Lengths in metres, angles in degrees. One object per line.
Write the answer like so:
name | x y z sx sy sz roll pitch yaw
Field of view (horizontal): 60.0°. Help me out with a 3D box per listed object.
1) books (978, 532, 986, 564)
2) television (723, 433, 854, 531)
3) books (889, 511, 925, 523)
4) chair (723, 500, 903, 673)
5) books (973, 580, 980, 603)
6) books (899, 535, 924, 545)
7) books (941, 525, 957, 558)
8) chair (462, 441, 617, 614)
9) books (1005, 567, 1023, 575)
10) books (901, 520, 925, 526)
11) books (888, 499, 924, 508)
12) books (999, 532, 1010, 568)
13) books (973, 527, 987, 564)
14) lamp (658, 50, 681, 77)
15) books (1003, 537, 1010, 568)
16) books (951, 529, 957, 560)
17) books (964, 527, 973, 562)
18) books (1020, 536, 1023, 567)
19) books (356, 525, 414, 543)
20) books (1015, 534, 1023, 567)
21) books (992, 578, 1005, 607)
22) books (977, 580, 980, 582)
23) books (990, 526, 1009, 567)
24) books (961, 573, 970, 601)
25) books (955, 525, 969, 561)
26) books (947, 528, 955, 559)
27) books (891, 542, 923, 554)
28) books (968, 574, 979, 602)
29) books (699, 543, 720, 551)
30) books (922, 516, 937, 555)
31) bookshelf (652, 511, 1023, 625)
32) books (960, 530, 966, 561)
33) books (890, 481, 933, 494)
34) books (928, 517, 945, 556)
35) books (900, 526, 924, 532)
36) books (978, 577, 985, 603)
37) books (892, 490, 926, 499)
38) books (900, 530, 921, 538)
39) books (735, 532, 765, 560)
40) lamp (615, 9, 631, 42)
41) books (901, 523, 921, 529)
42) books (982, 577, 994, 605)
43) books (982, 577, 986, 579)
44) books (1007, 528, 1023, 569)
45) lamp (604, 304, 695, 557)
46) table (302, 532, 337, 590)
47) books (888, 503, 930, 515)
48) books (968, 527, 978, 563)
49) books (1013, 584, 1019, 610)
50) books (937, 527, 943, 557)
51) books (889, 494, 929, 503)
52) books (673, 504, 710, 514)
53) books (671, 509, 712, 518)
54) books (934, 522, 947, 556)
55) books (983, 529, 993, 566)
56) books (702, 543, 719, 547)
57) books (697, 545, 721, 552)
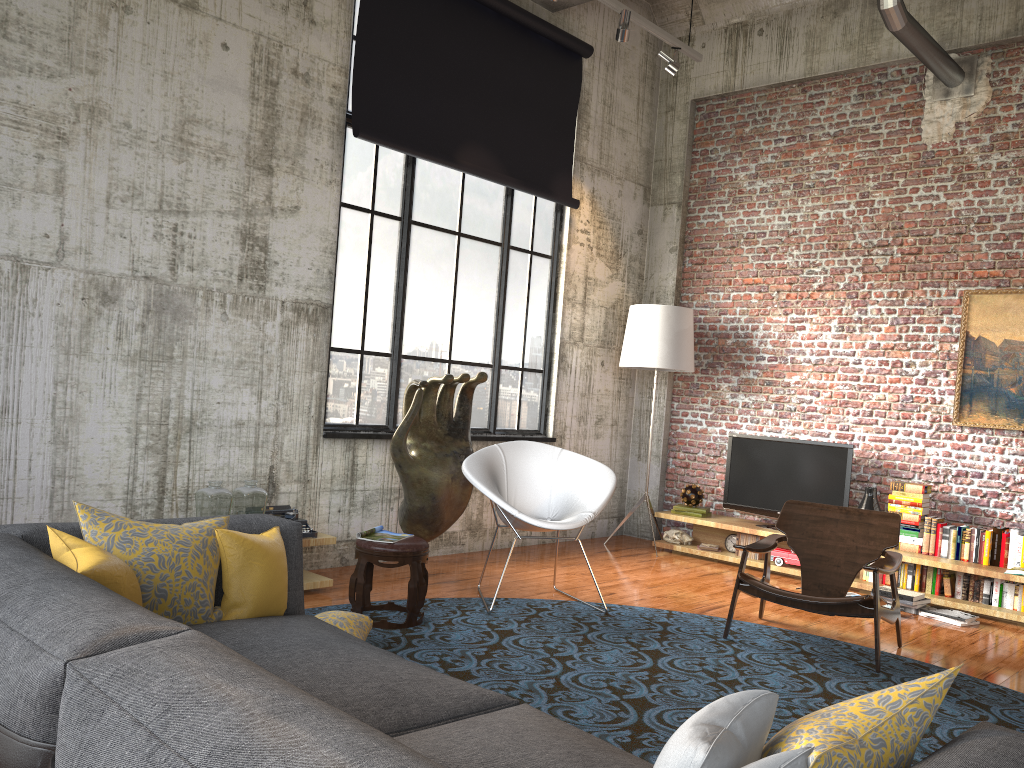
books | 3.550 1.227 6.644 0.037 0.231 0.168 6 1 43
television | 2.373 0.867 7.682 1.088 0.793 0.286 4 1 29
books | 3.141 1.047 7.027 0.246 0.057 0.171 4 -1 43
chair | 1.844 1.158 5.310 0.874 0.794 1.044 5 0 33
books | 3.447 1.531 6.552 0.036 0.156 0.108 6 1 43
books | 3.132 1.224 7.030 0.290 0.053 0.176 4 -1 43
books | 3.349 1.208 6.799 0.045 0.240 0.175 6 1 43
chair | 0.167 0.912 5.796 1.058 1.031 0.806 4 1 -8
books | 3.656 1.331 6.227 0.316 0.040 0.214 4 -1 43
books | 3.134 1.088 7.024 0.223 0.026 0.161 4 -1 43
books | 3.146 0.941 7.025 0.253 0.034 0.183 4 -1 43
books | 3.657 1.228 6.567 0.026 0.251 0.160 6 1 42
books | 3.517 1.210 6.660 0.034 0.259 0.180 6 1 43
lamp | 1.311 -2.642 7.298 0.226 0.215 0.102 4 1 -6
books | 3.673 1.243 6.548 0.026 0.223 0.161 6 1 42
books | 3.391 1.219 6.753 0.026 0.223 0.161 6 1 43
books | 3.466 1.213 6.700 0.032 0.246 0.171 6 1 43
books | 3.762 1.234 6.472 0.034 0.253 0.183 6 1 42
books | -0.724 0.863 5.087 0.228 0.043 0.300 4 -1 17
books | 3.740 1.233 6.498 0.034 0.253 0.183 6 1 42
books | 3.553 1.507 6.472 0.040 0.219 0.133 6 1 43
books | 3.448 1.531 6.552 0.032 0.151 0.105 6 1 43
books | 3.635 1.210 6.608 0.065 0.284 0.198 6 1 42
books | 3.401 1.513 6.608 0.043 0.187 0.143 6 1 43
books | 3.424 1.207 6.743 0.034 0.254 0.183 6 1 43
books | 3.378 1.218 6.778 0.027 0.223 0.161 6 1 43
books | 3.133 1.283 7.040 0.284 0.066 0.198 4 -1 43
books | 3.422 1.495 6.571 0.033 0.225 0.105 6 2 43
books | 1.780 1.469 7.994 0.166 0.021 0.210 4 -1 18
books | 3.252 1.176 6.892 0.044 0.291 0.176 6 1 43
bookshelf | 2.905 1.479 7.127 3.839 0.359 0.549 4 0 43
books | 3.444 1.223 6.722 0.027 0.223 0.161 6 1 43
books | 3.168 0.822 7.029 0.259 0.066 0.198 4 -1 43
books | 3.294 1.182 6.875 0.040 0.285 0.198 6 1 43
books | 3.132 1.140 7.027 0.250 0.026 0.160 4 -1 43
books | 3.481 1.521 6.538 0.028 0.182 0.120 6 1 43
books | 3.162 0.873 7.023 0.231 0.037 0.168 4 -1 43
books | 3.131 1.175 7.038 0.240 0.045 0.175 4 -1 43
books | 2.098 1.413 7.758 0.232 0.218 0.174 5 1 43
lamp | 0.843 -2.689 6.713 0.102 0.251 0.165 4 1 -2
books | 3.134 1.114 7.027 0.223 0.027 0.161 4 -1 43
books | 3.505 1.521 6.513 0.043 0.186 0.129 6 1 43
books | 3.481 1.521 6.539 0.026 0.176 0.119 6 1 43
books | 3.711 1.212 6.527 0.053 0.291 0.176 6 1 42
lamp | 1.298 0.418 8.215 0.694 2.244 0.706 4 1 -25
table | -1.599 1.115 5.480 0.474 0.359 0.876 5 0 43
books | 3.147 0.989 7.026 0.259 0.060 0.180 4 -1 43
books | 3.491 1.213 6.680 0.032 0.251 0.160 6 1 43
books | 3.647 1.536 6.383 0.028 0.174 0.127 6 1 43
books | 3.323 1.215 6.824 0.026 0.223 0.161 6 1 43
books | 3.146 0.907 7.021 0.253 0.034 0.183 4 -1 43
books | 1.671 1.158 8.230 0.301 0.037 0.243 4 -1 22
books | 1.668 1.195 8.231 0.301 0.037 0.243 4 -1 35
books | 3.312 1.200 6.847 0.026 0.251 0.160 6 1 43
books | 3.565 1.216 6.607 0.034 0.254 0.183 6 1 43
books | 1.788 1.452 7.984 0.113 0.016 0.114 5 -1 -23
books | 1.777 1.489 8.003 0.211 0.020 0.162 4 -1 10
